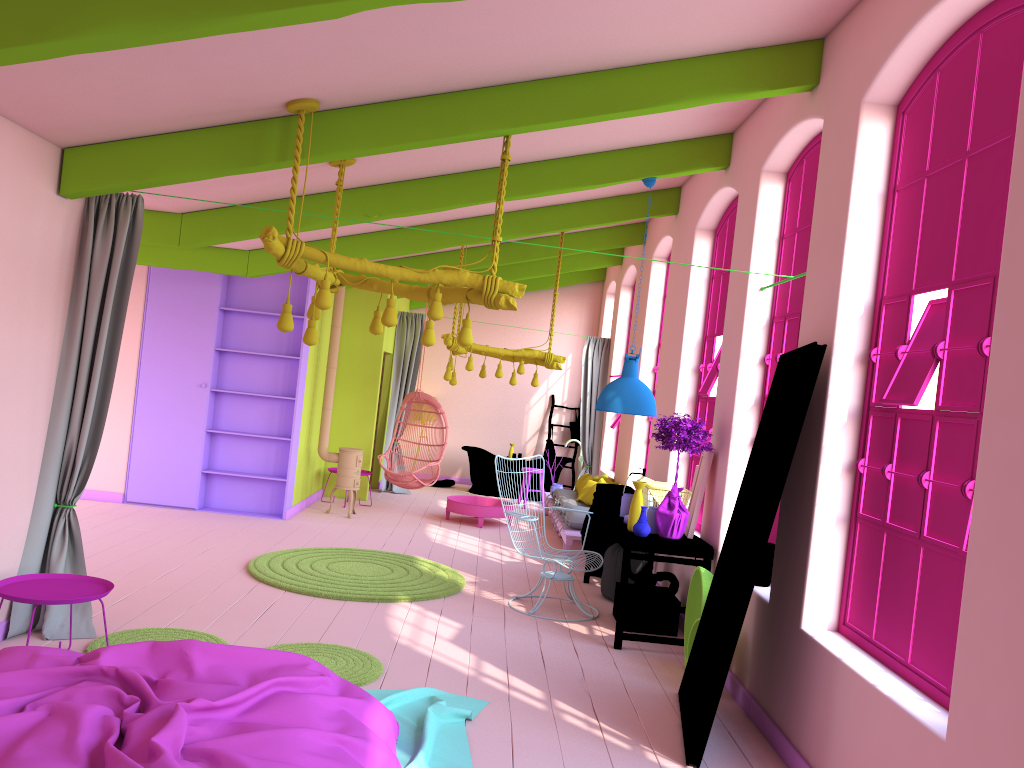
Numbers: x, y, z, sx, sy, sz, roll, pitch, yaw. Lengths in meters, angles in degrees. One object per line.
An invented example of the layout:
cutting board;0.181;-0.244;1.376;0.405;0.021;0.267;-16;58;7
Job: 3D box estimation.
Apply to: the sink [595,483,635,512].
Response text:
sink;0.957;1.049;8.178;0.340;0.194;0.609;6;0;-1

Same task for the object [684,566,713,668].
object;1.344;1.625;6.077;0.218;0.734;0.451;6;0;-1

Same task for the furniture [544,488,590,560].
furniture;0.878;1.699;11.324;0.907;0.507;3.775;6;0;-1

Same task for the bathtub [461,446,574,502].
bathtub;0.061;1.501;14.750;1.889;0.740;0.826;6;0;-1

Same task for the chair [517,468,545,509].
chair;0.282;1.598;13.650;0.473;0.593;0.446;6;0;-33

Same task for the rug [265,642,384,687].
rug;-1.186;1.698;5.364;0.793;0.021;0.792;6;0;-19

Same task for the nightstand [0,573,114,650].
nightstand;-2.528;1.329;4.862;0.595;0.458;0.596;6;0;36

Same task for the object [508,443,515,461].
object;-0.011;1.146;14.714;0.097;0.321;0.097;6;0;10

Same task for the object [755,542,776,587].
object;1.620;1.174;5.801;0.223;0.272;0.223;6;0;-14

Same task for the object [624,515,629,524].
object;0.987;1.114;7.239;0.137;0.076;0.076;6;0;19

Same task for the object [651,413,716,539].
object;1.253;0.691;6.739;0.441;0.951;0.502;6;1;-41

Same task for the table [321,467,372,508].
table;-2.197;1.383;11.890;0.595;0.458;0.596;6;0;36

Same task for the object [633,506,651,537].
object;0.970;1.022;6.592;0.132;0.219;0.132;6;0;15

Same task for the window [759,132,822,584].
window;1.881;-0.179;5.879;0.072;3.047;1.275;6;0;-1

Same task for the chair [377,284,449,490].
chair;-1.230;-0.144;11.894;0.860;3.130;0.806;6;1;18

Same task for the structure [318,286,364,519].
structure;-2.025;0.218;11.041;0.577;2.814;0.403;6;1;16

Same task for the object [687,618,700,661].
object;1.264;1.751;5.748;0.137;0.463;0.284;6;0;-16

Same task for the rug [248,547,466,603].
rug;-1.364;1.675;7.903;1.889;0.050;1.888;6;0;-14

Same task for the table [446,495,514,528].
table;-0.425;1.667;11.581;0.885;0.285;0.886;6;0;25

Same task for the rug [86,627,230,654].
rug;-2.116;1.595;5.342;0.792;0.021;0.793;6;0;26

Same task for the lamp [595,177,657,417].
lamp;1.069;-0.745;7.480;0.528;2.002;0.529;7;1;30

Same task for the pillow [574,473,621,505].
pillow;1.084;1.356;11.407;0.578;0.399;1.997;6;0;-2

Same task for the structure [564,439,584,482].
structure;1.072;1.458;14.754;0.451;1.061;0.254;7;1;42

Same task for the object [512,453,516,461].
object;0.031;1.224;14.552;0.069;0.170;0.069;6;0;18

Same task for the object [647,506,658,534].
object;1.094;1.052;6.864;0.109;0.197;0.109;7;0;36

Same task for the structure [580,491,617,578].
structure;1.055;1.546;9.047;0.718;0.845;0.717;6;0;-34

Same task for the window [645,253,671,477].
window;1.780;-0.180;10.258;0.072;3.047;1.275;6;0;-1

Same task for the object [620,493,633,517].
object;1.000;1.053;7.683;0.109;0.197;0.109;6;0;-9

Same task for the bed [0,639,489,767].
bed;-1.448;1.424;3.344;2.802;0.514;3.576;6;0;-1

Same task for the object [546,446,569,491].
object;0.694;1.443;14.000;0.451;0.987;0.277;7;1;43

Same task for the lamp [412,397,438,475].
lamp;-1.565;0.939;15.334;0.491;1.467;0.477;7;1;29

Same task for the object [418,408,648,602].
object;-0.133;1.051;11.758;2.827;1.580;7.864;6;0;-1

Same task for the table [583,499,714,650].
table;1.087;1.555;7.538;0.655;0.821;2.192;6;0;-1

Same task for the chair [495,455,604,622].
chair;0.349;1.268;7.481;0.924;1.238;1.079;7;0;33

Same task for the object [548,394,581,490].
object;0.887;1.089;15.497;0.603;1.765;0.410;6;0;-1

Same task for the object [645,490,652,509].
object;1.172;1.048;7.950;0.165;0.250;0.411;7;0;34

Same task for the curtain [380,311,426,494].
curtain;-1.695;0.261;13.650;0.519;2.786;0.525;6;1;-21

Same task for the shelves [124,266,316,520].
shelves;-3.357;-0.064;10.267;1.841;3.104;0.384;6;1;-1

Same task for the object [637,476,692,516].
object;1.226;0.995;7.510;0.444;0.369;0.633;6;0;-1

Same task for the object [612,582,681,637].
object;1.087;1.828;7.220;0.446;0.277;0.521;6;0;-1

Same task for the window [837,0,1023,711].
window;1.937;-0.168;3.972;0.214;3.010;1.513;6;0;-1

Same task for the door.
door;1.305;0.880;4.998;0.450;2.211;1.153;6;0;9

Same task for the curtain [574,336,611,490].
curtain;1.220;0.640;13.713;0.518;2.786;0.525;6;1;18

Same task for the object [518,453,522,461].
object;0.127;1.235;14.717;0.069;0.170;0.069;6;0;18

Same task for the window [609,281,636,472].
window;1.723;-0.170;12.711;0.551;3.010;1.513;6;0;-1

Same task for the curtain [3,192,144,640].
curtain;-2.706;0.140;5.526;0.519;2.786;0.525;6;1;-21

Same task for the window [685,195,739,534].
window;1.841;-0.170;7.798;0.492;3.004;1.497;6;0;-1

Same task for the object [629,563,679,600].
object;1.127;1.738;7.365;0.300;0.448;0.671;6;0;-26

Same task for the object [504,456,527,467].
object;0.052;1.287;14.748;0.360;0.068;1.323;6;0;-1

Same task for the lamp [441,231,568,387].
lamp;-0.268;-1.059;11.516;1.611;2.265;1.775;6;0;-20

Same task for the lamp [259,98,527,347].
lamp;-0.856;-1.335;5.956;1.611;2.265;1.775;6;0;-20

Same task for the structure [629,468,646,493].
structure;1.152;0.971;8.207;0.166;0.397;0.087;6;0;8

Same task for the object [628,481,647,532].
object;0.956;0.939;6.789;0.116;0.383;0.116;6;1;-28
